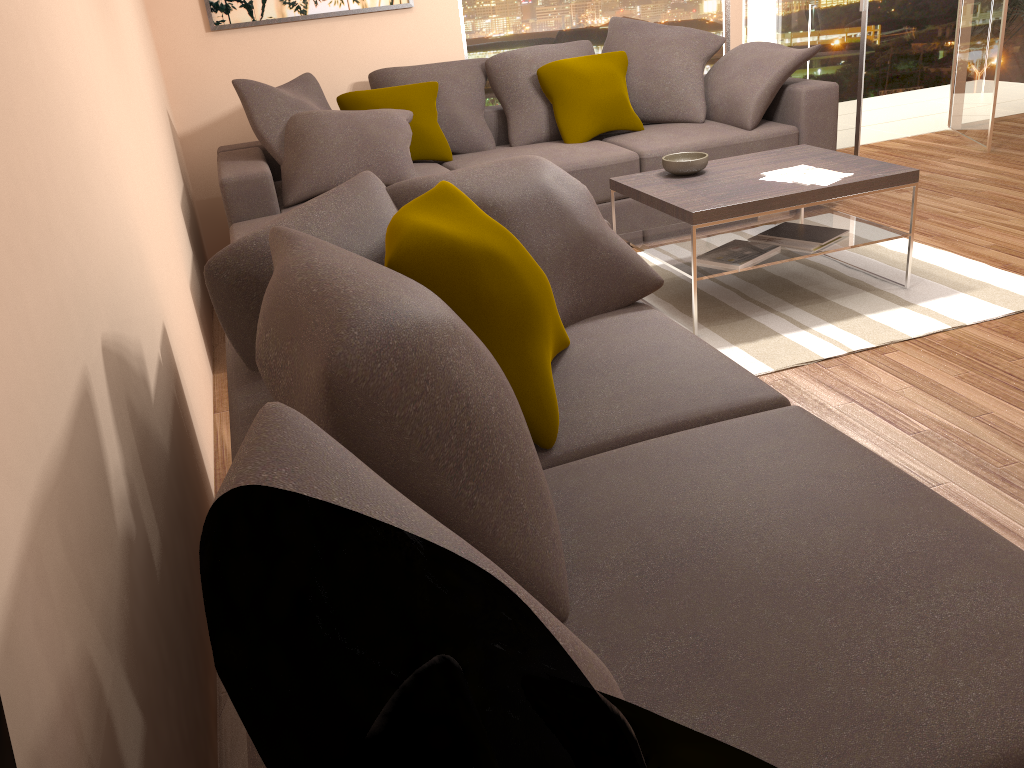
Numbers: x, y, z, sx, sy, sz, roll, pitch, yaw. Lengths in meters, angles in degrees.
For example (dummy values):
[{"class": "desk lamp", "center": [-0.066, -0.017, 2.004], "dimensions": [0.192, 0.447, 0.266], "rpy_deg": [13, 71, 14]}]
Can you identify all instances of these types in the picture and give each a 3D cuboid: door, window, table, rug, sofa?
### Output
[{"class": "door", "center": [3.421, -2.982, 6.376], "dimensions": [0.060, 2.419, 0.967], "rpy_deg": [-2, 25, 9]}, {"class": "window", "center": [0.598, -2.535, 6.100], "dimensions": [1.983, 2.419, 0.020], "rpy_deg": [-13, 25, -14]}, {"class": "door", "center": [1.946, -2.647, 6.010], "dimensions": [0.060, 2.419, 0.967], "rpy_deg": [-25, 31, -35]}, {"class": "table", "center": [1.164, -0.728, 4.254], "dimensions": [1.110, 0.558, 0.856], "rpy_deg": [-13, 25, -14]}, {"class": "rug", "center": [1.202, -0.475, 4.368], "dimensions": [2.122, 0.024, 1.791], "rpy_deg": [-13, 25, -14]}, {"class": "window", "center": [4.500, -3.422, 7.069], "dimensions": [1.983, 2.419, 0.020], "rpy_deg": [-13, 25, -14]}, {"class": "sofa", "center": [0.191, -1.144, 5.189], "dimensions": [3.565, 0.776, 1.906], "rpy_deg": [-13, 25, -14]}, {"class": "sofa", "center": [0.546, 0.437, 1.647], "dimensions": [1.906, 0.776, 3.565], "rpy_deg": [-13, 25, -14]}]

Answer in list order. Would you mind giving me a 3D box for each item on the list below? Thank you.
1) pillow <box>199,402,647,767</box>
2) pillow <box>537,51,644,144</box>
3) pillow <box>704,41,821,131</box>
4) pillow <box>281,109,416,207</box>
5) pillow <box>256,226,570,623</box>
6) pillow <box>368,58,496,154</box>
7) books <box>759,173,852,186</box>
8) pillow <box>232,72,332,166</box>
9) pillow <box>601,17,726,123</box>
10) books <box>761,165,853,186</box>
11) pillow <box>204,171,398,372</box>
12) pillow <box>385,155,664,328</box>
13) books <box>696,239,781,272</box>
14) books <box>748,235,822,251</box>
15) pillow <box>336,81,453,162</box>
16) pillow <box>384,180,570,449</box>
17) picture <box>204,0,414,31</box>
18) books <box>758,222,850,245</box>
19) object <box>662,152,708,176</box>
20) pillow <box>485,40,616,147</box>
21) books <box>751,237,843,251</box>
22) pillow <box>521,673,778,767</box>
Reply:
[{"class": "pillow", "center": [-0.065, 0.401, 0.830], "dimensions": [0.431, 0.576, 0.787], "rpy_deg": [-6, 24, 0]}, {"class": "pillow", "center": [0.512, -1.760, 5.471], "dimensions": [0.658, 0.492, 0.382], "rpy_deg": [-18, 27, -23]}, {"class": "pillow", "center": [1.455, -1.847, 5.493], "dimensions": [0.560, 0.470, 0.749], "rpy_deg": [-15, 26, -17]}, {"class": "pillow", "center": [-0.877, -1.263, 4.767], "dimensions": [0.792, 0.415, 0.645], "rpy_deg": [-10, 25, -9]}, {"class": "pillow", "center": [-0.198, 0.037, 1.633], "dimensions": [0.459, 0.590, 0.783], "rpy_deg": [-11, 25, -9]}, {"class": "pillow", "center": [-0.489, -1.710, 5.586], "dimensions": [0.787, 0.576, 0.431], "rpy_deg": [-6, 24, 0]}, {"class": "books", "center": [1.323, -0.929, 3.990], "dimensions": [0.241, 0.008, 0.332], "rpy_deg": [-26, 31, -36]}, {"class": "pillow", "center": [-1.189, -1.463, 5.012], "dimensions": [0.483, 0.578, 0.806], "rpy_deg": [7, 28, 27]}, {"class": "pillow", "center": [0.899, -1.996, 5.614], "dimensions": [0.811, 0.635, 0.399], "rpy_deg": [8, 28, 29]}, {"class": "books", "center": [1.325, -0.943, 4.004], "dimensions": [0.241, 0.010, 0.332], "rpy_deg": [-15, 26, -18]}, {"class": "pillow", "center": [-0.370, -0.158, 2.297], "dimensions": [0.399, 0.635, 0.811], "rpy_deg": [6, 27, 25]}, {"class": "pillow", "center": [0.031, -0.418, 2.660], "dimensions": [0.560, 0.470, 0.749], "rpy_deg": [17, 33, 41]}, {"class": "books", "center": [1.012, -0.582, 3.993], "dimensions": [0.332, 0.026, 0.241], "rpy_deg": [-26, 31, -37]}, {"class": "books", "center": [1.306, -0.678, 4.119], "dimensions": [0.241, 0.008, 0.332], "rpy_deg": [-25, 31, -36]}, {"class": "pillow", "center": [-0.694, -1.528, 5.332], "dimensions": [0.631, 0.486, 0.335], "rpy_deg": [-12, 25, -11]}, {"class": "pillow", "center": [-0.076, -0.201, 2.165], "dimensions": [0.382, 0.492, 0.658], "rpy_deg": [-3, 25, 8]}, {"class": "picture", "center": [-1.267, -2.651, 5.342], "dimensions": [1.260, 0.835, 0.032], "rpy_deg": [-13, 25, -14]}, {"class": "books", "center": [1.362, -0.707, 4.148], "dimensions": [0.241, 0.008, 0.332], "rpy_deg": [-26, 31, -36]}, {"class": "object", "center": [0.837, -1.059, 4.286], "dimensions": [0.219, 0.081, 0.219], "rpy_deg": [-11, 25, -9]}, {"class": "pillow", "center": [0.257, -1.844, 5.648], "dimensions": [0.783, 0.590, 0.459], "rpy_deg": [-15, 26, -19]}, {"class": "books", "center": [1.319, -0.667, 4.118], "dimensions": [0.241, 0.013, 0.332], "rpy_deg": [-26, 31, -36]}, {"class": "pillow", "center": [0.222, 0.486, 0.718], "dimensions": [0.335, 0.486, 0.631], "rpy_deg": [-16, 26, -20]}]
